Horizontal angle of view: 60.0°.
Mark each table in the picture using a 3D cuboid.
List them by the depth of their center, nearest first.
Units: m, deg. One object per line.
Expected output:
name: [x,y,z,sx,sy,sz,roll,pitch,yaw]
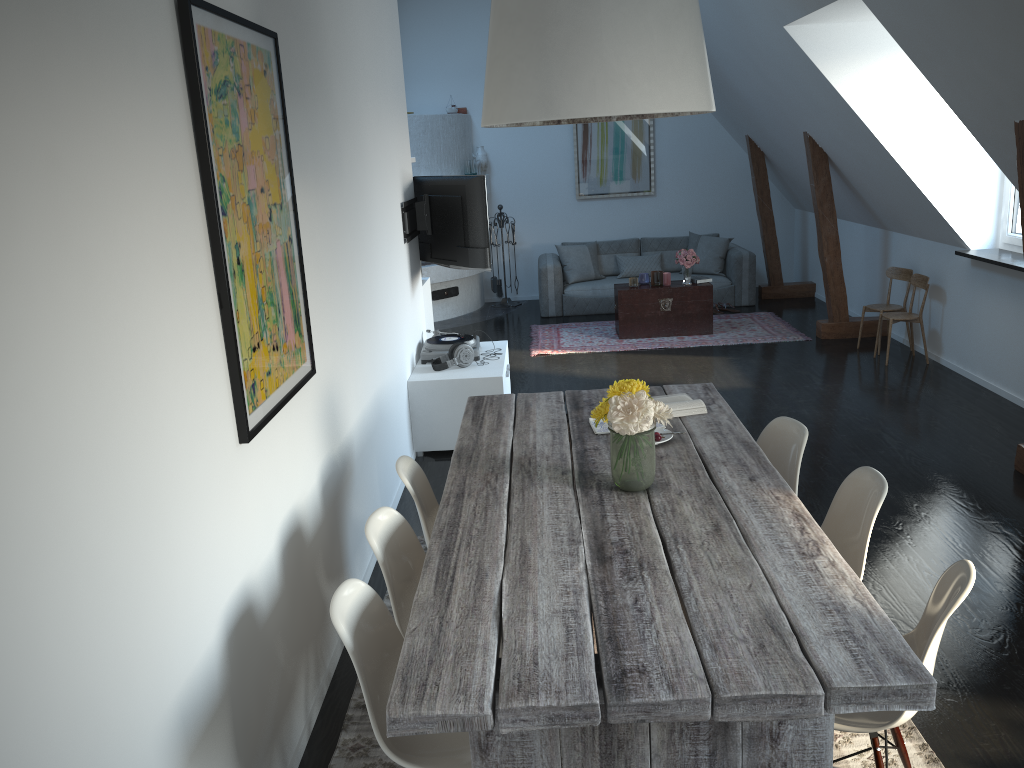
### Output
table: [0.354,0.707,3.065,1.141,0.788,2.421,-3,15,2]
table: [1.504,-0.750,8.843,0.962,0.492,0.471,-3,15,2]

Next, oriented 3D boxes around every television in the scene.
television: [-0.649,-1.090,6.135,0.537,0.652,1.005,-13,17,-31]

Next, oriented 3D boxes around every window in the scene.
window: [0.501,-2.248,3.704,5.959,4.249,8.018,-3,15,2]

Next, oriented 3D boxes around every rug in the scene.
rug: [0.366,1.074,3.183,1.898,0.022,2.677,-3,15,2]
rug: [1.490,-0.523,8.927,2.647,0.029,1.512,-3,15,2]

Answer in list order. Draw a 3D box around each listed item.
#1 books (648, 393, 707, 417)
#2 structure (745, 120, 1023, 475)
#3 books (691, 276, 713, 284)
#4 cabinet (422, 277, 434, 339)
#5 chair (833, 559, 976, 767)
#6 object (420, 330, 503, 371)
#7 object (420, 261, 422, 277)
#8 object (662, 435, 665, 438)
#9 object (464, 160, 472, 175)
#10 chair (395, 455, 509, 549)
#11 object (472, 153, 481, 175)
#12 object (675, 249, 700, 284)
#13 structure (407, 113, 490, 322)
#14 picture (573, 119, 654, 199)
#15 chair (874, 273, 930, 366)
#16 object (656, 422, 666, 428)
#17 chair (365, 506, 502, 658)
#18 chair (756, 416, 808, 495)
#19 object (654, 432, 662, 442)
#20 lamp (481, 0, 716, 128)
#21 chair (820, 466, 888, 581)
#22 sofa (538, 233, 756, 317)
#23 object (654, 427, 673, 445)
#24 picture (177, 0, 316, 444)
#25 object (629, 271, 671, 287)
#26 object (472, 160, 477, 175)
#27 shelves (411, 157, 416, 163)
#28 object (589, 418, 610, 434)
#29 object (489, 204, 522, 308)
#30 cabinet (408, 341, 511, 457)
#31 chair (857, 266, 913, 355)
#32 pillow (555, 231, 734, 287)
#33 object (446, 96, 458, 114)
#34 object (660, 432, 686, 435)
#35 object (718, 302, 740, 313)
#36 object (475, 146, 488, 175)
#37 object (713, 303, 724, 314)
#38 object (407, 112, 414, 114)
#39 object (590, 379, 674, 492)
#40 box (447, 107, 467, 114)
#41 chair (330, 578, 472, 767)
books: [0.680,0.082,3.741,0.202,0.042,0.251,-6,15,-9]
structure: [3.043,-0.387,4.300,1.023,1.963,12.350,-3,15,2]
books: [1.857,-1.042,8.850,0.179,0.034,0.243,-9,16,-19]
cabinet: [-1.075,-0.318,7.001,0.869,0.921,0.638,-3,15,2]
chair: [0.927,0.837,2.411,0.542,0.801,0.465,4,17,27]
object: [-0.347,-0.255,6.103,0.558,0.162,0.742,-4,15,0]
object: [-0.935,-0.859,6.795,0.435,0.211,0.496,-3,15,2]
object: [0.523,0.198,3.357,0.110,0.011,0.058,-2,15,6]
object: [-0.512,-2.515,10.337,0.092,0.180,0.092,5,17,29]
chair: [-0.130,0.654,3.352,0.542,0.801,0.465,-4,15,-2]
object: [-0.419,-2.633,10.614,0.081,0.258,0.150,7,18,35]
object: [1.718,-1.166,8.732,0.234,0.351,0.235,-15,19,-36]
structure: [-1.874,-3.199,10.713,3.058,4.752,3.049,-1,15,11]
picture: [1.236,-2.884,10.801,0.965,1.185,0.025,-3,15,2]
chair: [3.179,-0.529,7.214,0.342,0.696,0.329,-3,15,4]
object: [0.491,0.161,3.534,0.182,0.014,0.185,-10,16,-23]
chair: [-0.154,0.793,2.835,0.542,0.801,0.465,-2,15,8]
chair: [0.866,0.558,3.474,0.542,0.801,0.465,-7,15,-11]
object: [0.492,0.195,3.345,0.132,0.034,0.144,-11,16,-25]
lamp: [0.145,-2.144,2.289,0.757,2.813,0.697,-15,19,-36]
chair: [0.944,0.688,2.969,0.542,0.801,0.465,-3,15,3]
sofa: [1.534,-1.323,10.467,2.458,0.770,1.107,-3,15,2]
object: [0.506,0.203,3.357,0.205,0.024,0.205,-5,15,-6]
picture: [-0.779,-0.505,2.742,0.036,1.181,0.808,-3,15,2]
object: [1.371,-1.051,8.804,0.413,0.138,0.215,0,15,13]
object: [-0.462,-2.558,10.485,0.092,0.180,0.092,3,16,24]
shelves: [-1.543,-1.609,6.572,1.604,0.038,0.478,-3,15,2]
object: [0.408,0.161,3.552,0.182,0.016,0.179,-4,15,-3]
object: [-0.105,-1.572,10.883,0.376,1.245,0.376,-8,16,-17]
cabinet: [-0.320,0.073,6.157,0.623,0.507,1.069,-3,15,2]
chair: [3.208,-0.634,7.603,0.342,0.696,0.329,-7,15,-14]
pillow: [1.541,-1.469,10.327,2.075,0.515,0.444,-3,15,2]
object: [-0.710,-3.283,10.418,0.066,0.221,0.231,6,17,31]
object: [0.561,0.188,3.359,0.194,0.022,0.019,1,16,17]
object: [2.404,-0.850,9.788,0.101,0.090,0.277,-16,19,-39]
object: [-0.375,-2.704,10.781,0.165,0.368,0.165,-11,16,-25]
object: [2.246,-0.833,9.762,0.101,0.090,0.277,-6,15,-9]
object: [-1.449,-2.975,9.697,0.783,0.094,0.311,-7,15,-12]
object: [0.384,0.162,2.868,0.233,0.365,0.293,-11,17,-26]
box: [-0.660,-3.278,10.670,0.229,0.078,0.127,-3,15,2]
chair: [-0.166,0.916,2.378,0.542,0.801,0.465,-3,15,3]
